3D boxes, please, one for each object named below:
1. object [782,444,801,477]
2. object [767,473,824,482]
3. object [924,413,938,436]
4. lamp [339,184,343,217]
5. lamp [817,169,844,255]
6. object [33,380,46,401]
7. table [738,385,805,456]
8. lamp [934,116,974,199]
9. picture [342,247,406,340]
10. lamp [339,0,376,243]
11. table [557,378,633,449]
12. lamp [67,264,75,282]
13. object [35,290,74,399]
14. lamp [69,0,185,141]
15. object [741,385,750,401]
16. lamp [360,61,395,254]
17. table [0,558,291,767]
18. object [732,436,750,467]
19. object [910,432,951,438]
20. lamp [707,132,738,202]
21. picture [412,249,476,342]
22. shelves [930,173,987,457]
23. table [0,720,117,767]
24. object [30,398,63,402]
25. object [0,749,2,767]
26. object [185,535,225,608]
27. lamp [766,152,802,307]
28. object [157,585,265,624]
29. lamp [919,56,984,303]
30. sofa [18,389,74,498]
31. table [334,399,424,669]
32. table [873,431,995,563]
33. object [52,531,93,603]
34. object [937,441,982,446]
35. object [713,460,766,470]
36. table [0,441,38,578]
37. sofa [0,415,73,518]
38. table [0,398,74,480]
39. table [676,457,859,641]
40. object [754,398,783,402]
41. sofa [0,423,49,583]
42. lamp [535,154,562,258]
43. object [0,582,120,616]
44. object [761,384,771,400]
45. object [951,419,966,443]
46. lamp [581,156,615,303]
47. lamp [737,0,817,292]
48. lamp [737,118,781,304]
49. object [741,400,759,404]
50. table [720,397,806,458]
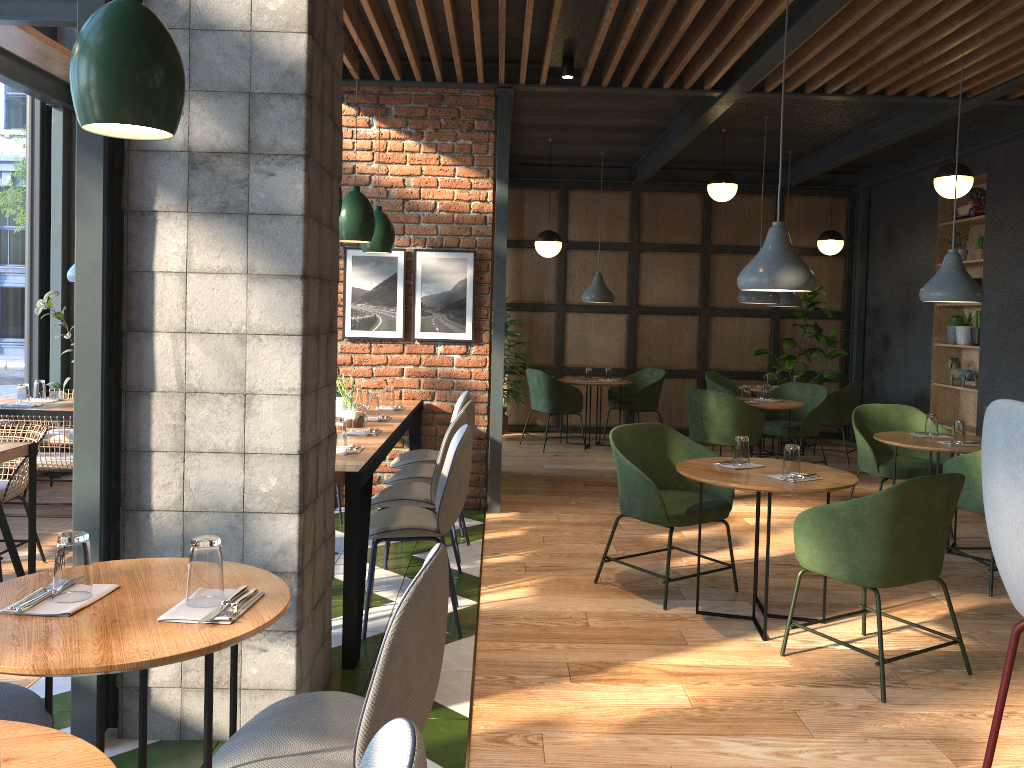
[{"bbox_3d":[1.252,0.341,3.964,0.080,0.138,0.080,1,3,-19],"label":"object"},{"bbox_3d":[1.252,0.409,3.940,0.243,0.019,0.158,-1,5,-32],"label":"object"},{"bbox_3d":[2.603,0.252,5.494,0.080,0.138,0.080,-1,3,-39],"label":"object"},{"bbox_3d":[-0.811,-1.693,3.736,0.224,2.018,0.224,2,2,3],"label":"lamp"},{"bbox_3d":[3.452,-3.270,9.418,0.268,3.788,0.268,3,3,42],"label":"lamp"},{"bbox_3d":[-3.213,0.042,6.025,0.080,0.138,0.080,0,3,-28],"label":"object"},{"bbox_3d":[2.720,0.385,9.065,0.807,0.686,0.809,1,3,-1],"label":"table"},{"bbox_3d":[3.355,-3.282,6.585,0.268,3.788,0.269,0,2,-29],"label":"lamp"},{"bbox_3d":[-0.952,-0.624,6.123,0.430,0.630,0.015,1,2,-1],"label":"picture"},{"bbox_3d":[-0.825,-1.775,4.748,0.224,2.018,0.224,2,2,3],"label":"lamp"},{"bbox_3d":[0.867,0.310,9.415,0.808,0.686,0.808,4,4,39],"label":"table"},{"bbox_3d":[-2.744,-2.923,5.892,0.353,4.483,0.353,3,2,34],"label":"lamp"},{"bbox_3d":[-3.131,0.006,6.851,0.860,1.495,0.899,2,3,18],"label":"object"},{"bbox_3d":[-0.784,-1.539,1.836,0.224,2.018,0.224,2,2,3],"label":"lamp"},{"bbox_3d":[1.965,0.078,7.446,0.080,0.138,0.080,3,3,37],"label":"object"},{"bbox_3d":[-0.838,-1.848,5.638,0.224,2.018,0.224,2,2,3],"label":"lamp"},{"bbox_3d":[-0.845,0.842,1.915,0.699,0.746,0.701,2,3,9],"label":"table"},{"bbox_3d":[1.089,0.317,4.201,0.080,0.138,0.080,1,3,-19],"label":"object"},{"bbox_3d":[2.622,0.316,5.520,0.242,0.019,0.158,1,5,-2],"label":"object"},{"bbox_3d":[1.959,-3.549,8.001,0.268,3.788,0.269,1,2,-22],"label":"lamp"},{"bbox_3d":[-0.472,-0.613,6.130,0.430,0.630,0.015,1,2,-1],"label":"picture"},{"bbox_3d":[4.208,-0.505,8.120,0.284,2.702,0.837,1,2,-1],"label":"shelves"},{"bbox_3d":[-0.832,0.915,1.024,0.700,0.746,0.700,4,4,41],"label":"table"},{"bbox_3d":[-3.194,0.106,6.051,0.242,0.019,0.158,1,5,-1],"label":"object"},{"bbox_3d":[-0.646,0.468,1.051,0.080,0.138,0.080,4,3,39],"label":"object"},{"bbox_3d":[-0.657,0.399,1.900,0.080,0.138,0.080,0,3,-33],"label":"object"},{"bbox_3d":[2.828,-3.029,8.954,0.353,4.483,0.353,3,2,34],"label":"lamp"},{"bbox_3d":[-0.637,0.467,1.879,0.157,0.019,0.243,2,5,4],"label":"object"},{"bbox_3d":[2.696,-2.733,5.251,0.353,4.483,0.353,3,2,34],"label":"lamp"},{"bbox_3d":[-2.970,0.429,6.449,1.091,0.732,0.471,1,3,-1],"label":"sofa"},{"bbox_3d":[-0.932,0.599,4.783,0.658,0.764,2.779,1,4,-1],"label":"table"},{"bbox_3d":[2.606,0.682,5.352,0.808,0.686,0.809,-2,5,-42],"label":"table"},{"bbox_3d":[-0.945,0.391,1.907,0.080,0.138,0.080,0,3,-23],"label":"object"},{"bbox_3d":[2.613,0.343,5.185,0.242,0.019,0.158,1,5,-2],"label":"object"},{"bbox_3d":[1.093,0.381,4.234,0.243,0.019,0.158,-1,5,-32],"label":"object"},{"bbox_3d":[-2.935,0.644,3.963,1.271,0.705,0.659,1,3,-1],"label":"table"},{"bbox_3d":[-2.954,0.521,5.321,1.091,0.732,0.471,1,3,-1],"label":"sofa"},{"bbox_3d":[-2.963,0.488,5.884,1.271,0.705,0.659,1,3,-1],"label":"table"},{"bbox_3d":[1.160,0.746,4.104,0.808,0.686,0.808,3,4,30],"label":"table"},{"bbox_3d":[2.218,0.136,7.627,0.157,0.019,0.243,-2,6,-36],"label":"object"},{"bbox_3d":[-2.943,0.586,4.525,1.091,0.732,0.471,1,3,-1],"label":"sofa"},{"bbox_3d":[0.403,-3.135,8.654,0.268,3.788,0.268,3,3,42],"label":"lamp"},{"bbox_3d":[-0.969,0.455,1.923,0.157,0.019,0.243,2,5,4],"label":"object"},{"bbox_3d":[2.188,0.069,7.628,0.080,0.138,0.080,3,3,37],"label":"object"},{"bbox_3d":[2.626,0.275,5.207,0.080,0.138,0.080,-1,3,-39],"label":"object"},{"bbox_3d":[0.963,-3.103,9.284,0.353,4.483,0.353,3,2,34],"label":"lamp"},{"bbox_3d":[1.272,-2.668,4.002,0.353,4.483,0.353,3,2,34],"label":"lamp"},{"bbox_3d":[2.148,-2.923,7.431,0.353,4.483,0.353,3,2,34],"label":"lamp"},{"bbox_3d":[1.937,0.143,7.444,0.157,0.019,0.243,-2,6,-36],"label":"object"},{"bbox_3d":[2.070,0.491,7.549,0.808,0.686,0.808,4,5,41],"label":"table"}]
